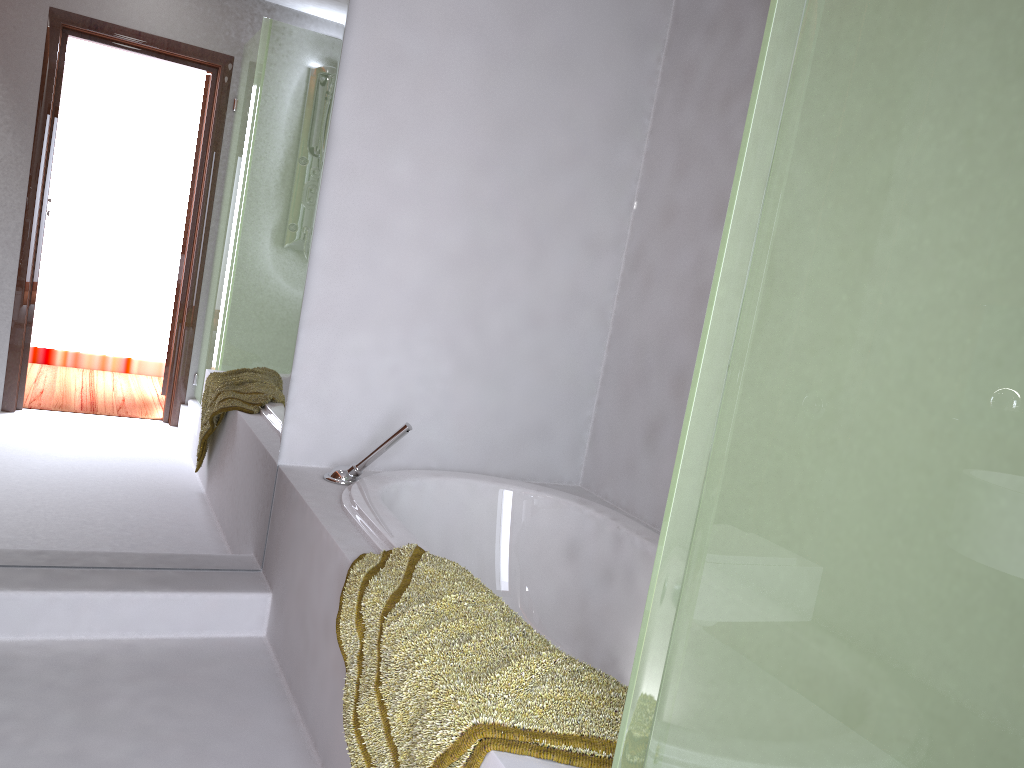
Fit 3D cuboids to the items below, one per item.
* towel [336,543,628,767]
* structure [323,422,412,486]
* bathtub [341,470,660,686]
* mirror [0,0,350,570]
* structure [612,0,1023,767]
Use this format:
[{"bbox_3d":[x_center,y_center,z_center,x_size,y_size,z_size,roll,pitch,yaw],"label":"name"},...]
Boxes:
[{"bbox_3d":[-0.098,0.622,1.612,0.349,0.452,0.890,6,7,-32],"label":"towel"},{"bbox_3d":[-0.414,0.211,2.561,0.239,0.257,0.112,11,6,4],"label":"structure"},{"bbox_3d":[0.116,0.629,2.085,0.881,0.424,1.683,7,7,-27],"label":"bathtub"},{"bbox_3d":[-1.185,-0.597,2.195,1.433,2.183,0.019,7,7,-27],"label":"mirror"},{"bbox_3d":[0.808,0.116,0.890,1.015,2.079,0.765,7,7,-27],"label":"structure"}]
